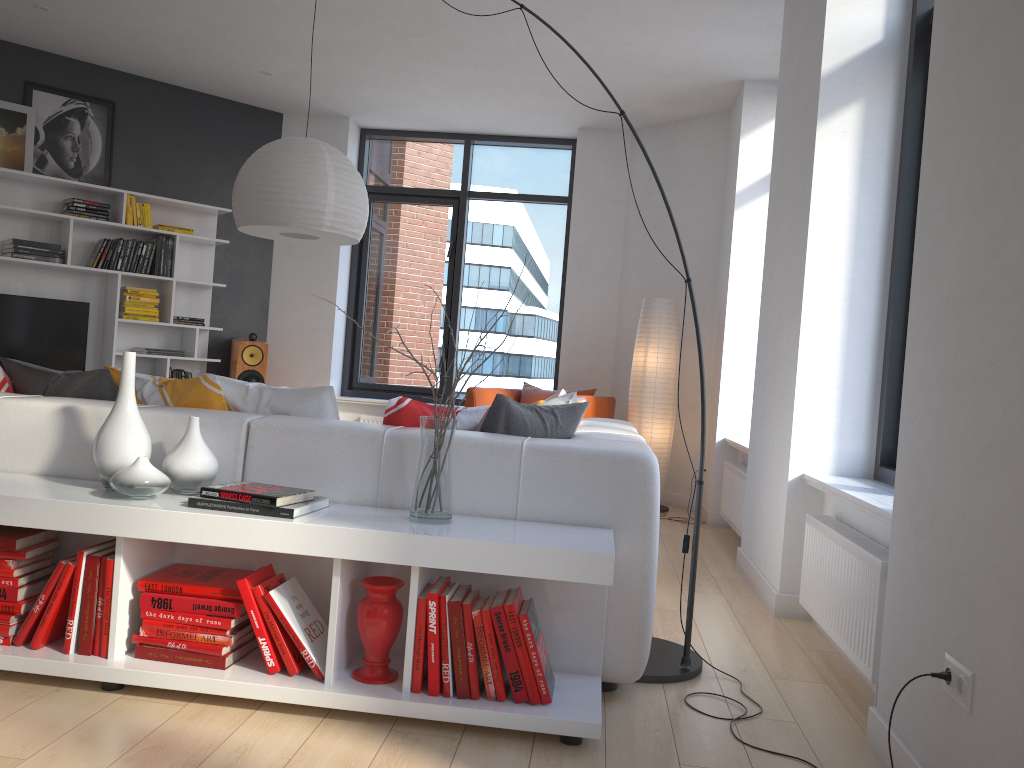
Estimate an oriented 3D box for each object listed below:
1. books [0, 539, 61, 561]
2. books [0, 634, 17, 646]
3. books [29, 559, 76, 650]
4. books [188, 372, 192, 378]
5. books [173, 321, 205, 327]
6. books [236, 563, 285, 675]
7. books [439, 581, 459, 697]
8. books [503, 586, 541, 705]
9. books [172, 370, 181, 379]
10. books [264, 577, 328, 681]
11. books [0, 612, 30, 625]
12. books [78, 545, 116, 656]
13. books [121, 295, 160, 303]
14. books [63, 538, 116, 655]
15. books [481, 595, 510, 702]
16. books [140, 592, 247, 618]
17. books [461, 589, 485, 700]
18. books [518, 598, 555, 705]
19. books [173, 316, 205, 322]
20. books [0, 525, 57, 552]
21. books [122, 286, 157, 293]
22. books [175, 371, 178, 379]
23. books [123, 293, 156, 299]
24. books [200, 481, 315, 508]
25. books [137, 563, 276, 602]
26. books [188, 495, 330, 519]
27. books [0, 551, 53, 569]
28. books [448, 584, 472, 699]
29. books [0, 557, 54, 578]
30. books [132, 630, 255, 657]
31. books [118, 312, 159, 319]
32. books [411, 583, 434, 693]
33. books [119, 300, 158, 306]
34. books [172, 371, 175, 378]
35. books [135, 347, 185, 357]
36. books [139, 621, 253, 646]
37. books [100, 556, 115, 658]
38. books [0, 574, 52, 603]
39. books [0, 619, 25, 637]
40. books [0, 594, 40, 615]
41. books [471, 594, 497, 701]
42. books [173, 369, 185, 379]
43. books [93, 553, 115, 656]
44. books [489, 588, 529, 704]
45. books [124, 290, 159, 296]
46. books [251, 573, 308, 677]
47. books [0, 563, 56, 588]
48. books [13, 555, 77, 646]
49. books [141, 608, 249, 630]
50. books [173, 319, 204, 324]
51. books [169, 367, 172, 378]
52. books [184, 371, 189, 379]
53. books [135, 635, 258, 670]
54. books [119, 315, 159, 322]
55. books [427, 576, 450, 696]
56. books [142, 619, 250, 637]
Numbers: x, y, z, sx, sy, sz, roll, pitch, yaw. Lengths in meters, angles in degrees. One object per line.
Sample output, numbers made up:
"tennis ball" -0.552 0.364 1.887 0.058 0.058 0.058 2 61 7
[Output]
"books" -1.459 0.460 2.512 0.266 0.026 0.187 4 1 0
"books" -1.484 0.685 2.512 0.274 0.029 0.200 4 1 5
"books" -1.226 0.595 2.472 0.115 0.245 0.192 4 1 6
"books" -2.596 0.021 7.081 0.077 0.233 0.179 4 1 -39
"books" -2.562 -0.475 7.016 0.213 0.023 0.161 4 1 -36
"books" -0.661 0.638 2.430 0.134 0.248 0.192 4 1 5
"books" -0.162 0.673 2.359 0.056 0.262 0.185 4 1 6
"books" 0.034 0.690 2.357 0.116 0.255 0.198 4 1 6
"books" -2.645 0.014 6.995 0.050 0.242 0.169 4 1 -40
"books" -0.561 0.661 2.413 0.186 0.223 0.188 4 1 6
"books" -1.479 0.629 2.497 0.266 0.026 0.187 4 1 5
"books" -1.123 0.592 2.478 0.038 0.270 0.215 4 1 6
"books" -2.866 -0.650 6.838 0.239 0.033 0.176 4 1 -36
"books" -1.162 0.585 2.465 0.046 0.282 0.199 4 1 6
"books" -0.040 0.695 2.354 0.083 0.233 0.178 4 1 6
"books" -0.852 0.593 2.472 0.279 0.039 0.206 4 1 5
"books" -0.099 0.685 2.351 0.066 0.247 0.175 4 1 6
"books" 0.067 0.705 2.356 0.103 0.230 0.173 4 1 6
"books" -2.569 -0.514 7.030 0.213 0.023 0.161 4 1 -36
"books" -1.474 0.429 2.522 0.259 0.034 0.206 4 1 3
"books" -2.880 -0.726 6.848 0.223 0.023 0.163 4 1 -35
"books" -2.667 0.016 6.987 0.049 0.236 0.170 4 1 -39
"books" -2.870 -0.679 6.835 0.227 0.022 0.160 4 1 -24
"books" -0.691 0.300 2.421 0.238 0.027 0.188 5 1 19
"books" -0.853 0.558 2.497 0.301 0.032 0.227 4 1 6
"books" -0.690 0.326 2.445 0.300 0.026 0.245 5 1 11
"books" -1.480 0.484 2.521 0.257 0.025 0.182 4 1 6
"books" -0.127 0.680 2.364 0.076 0.252 0.199 4 1 6
"books" -1.464 0.508 2.511 0.236 0.023 0.178 4 1 6
"books" -0.877 0.699 2.456 0.266 0.026 0.187 5 1 11
"books" -2.876 -0.526 6.821 0.257 0.024 0.203 4 1 -36
"books" -0.230 0.671 2.361 0.026 0.250 0.168 4 1 5
"books" -2.878 -0.625 6.833 0.239 0.019 0.171 4 1 -39
"books" -2.690 0.014 6.976 0.053 0.240 0.189 4 1 -39
"books" -2.757 -0.250 6.932 0.310 0.047 0.250 4 1 -44
"books" -0.864 0.674 2.461 0.257 0.025 0.182 4 1 6
"books" -1.068 0.597 2.448 0.028 0.269 0.181 4 1 5
"books" -1.473 0.566 2.534 0.279 0.039 0.206 4 1 7
"books" -1.480 0.656 2.494 0.282 0.030 0.188 4 1 7
"books" -1.470 0.602 2.532 0.301 0.032 0.227 4 1 6
"books" -0.064 0.694 2.353 0.081 0.230 0.165 4 1 6
"books" -2.629 0.010 7.022 0.066 0.255 0.193 4 1 -40
"books" -1.094 0.598 2.465 0.028 0.266 0.188 4 1 6
"books" 0.001 0.691 2.357 0.119 0.249 0.187 4 1 6
"books" -2.860 -0.701 6.837 0.223 0.023 0.163 4 1 -35
"books" -0.616 0.651 2.419 0.148 0.232 0.171 5 1 7
"books" -1.475 0.533 2.517 0.261 0.027 0.191 4 1 2
"books" -1.266 0.592 2.482 0.144 0.247 0.188 4 1 6
"books" -0.854 0.626 2.456 0.261 0.027 0.191 5 1 10
"books" -2.563 -0.494 7.017 0.198 0.015 0.142 4 1 -41
"books" -2.716 -0.004 6.959 0.053 0.268 0.202 4 1 -40
"books" -2.602 0.017 7.035 0.066 0.242 0.177 4 1 -40
"books" -0.869 0.729 2.463 0.259 0.034 0.206 5 1 9
"books" -2.870 -0.499 6.817 0.257 0.028 0.194 4 1 -34
"books" -0.193 0.665 2.365 0.050 0.268 0.198 4 1 6
"books" -0.865 0.651 2.453 0.236 0.023 0.178 4 1 6
